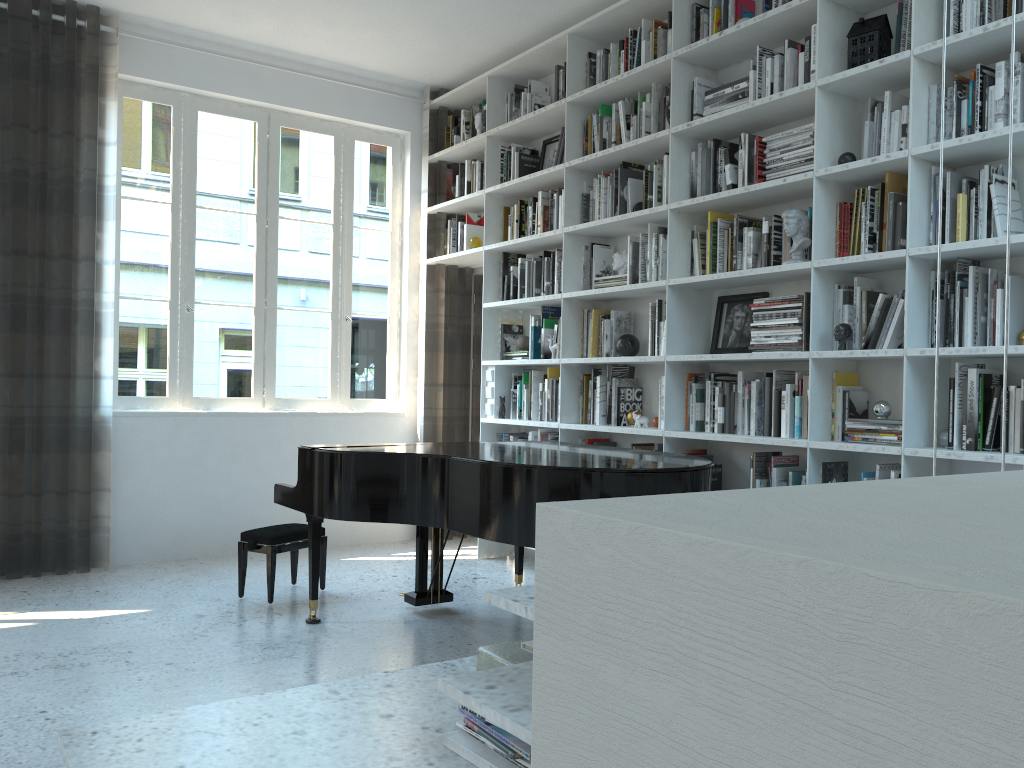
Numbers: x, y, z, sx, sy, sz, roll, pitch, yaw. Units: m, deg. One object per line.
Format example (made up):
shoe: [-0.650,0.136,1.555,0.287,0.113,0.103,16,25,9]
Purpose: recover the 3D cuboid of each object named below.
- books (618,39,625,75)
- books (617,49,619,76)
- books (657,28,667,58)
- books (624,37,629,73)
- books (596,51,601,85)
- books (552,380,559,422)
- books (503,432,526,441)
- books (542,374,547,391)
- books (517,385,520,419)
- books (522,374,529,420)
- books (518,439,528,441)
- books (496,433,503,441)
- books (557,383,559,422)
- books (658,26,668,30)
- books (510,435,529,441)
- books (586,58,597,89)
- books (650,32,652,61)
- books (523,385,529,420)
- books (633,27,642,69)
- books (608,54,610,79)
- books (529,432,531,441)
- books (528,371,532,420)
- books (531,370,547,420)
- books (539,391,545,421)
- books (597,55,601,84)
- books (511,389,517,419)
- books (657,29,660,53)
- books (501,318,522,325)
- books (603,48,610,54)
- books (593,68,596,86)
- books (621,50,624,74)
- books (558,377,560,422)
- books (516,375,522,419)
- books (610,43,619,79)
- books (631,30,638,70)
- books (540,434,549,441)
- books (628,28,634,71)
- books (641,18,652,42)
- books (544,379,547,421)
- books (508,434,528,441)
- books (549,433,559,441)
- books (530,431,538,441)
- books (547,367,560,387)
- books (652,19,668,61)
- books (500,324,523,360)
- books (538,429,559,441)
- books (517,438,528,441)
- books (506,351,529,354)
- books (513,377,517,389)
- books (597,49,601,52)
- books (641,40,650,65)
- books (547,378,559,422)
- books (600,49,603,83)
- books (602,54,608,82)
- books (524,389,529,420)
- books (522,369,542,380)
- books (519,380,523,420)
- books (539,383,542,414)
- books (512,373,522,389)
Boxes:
books: [0.653,-1.740,4.879,0.151,0.268,0.028,1,0,-34]
books: [0.639,-1.724,4.916,0.129,0.235,0.025,1,0,-34]
books: [0.826,-1.705,4.561,0.187,0.200,0.026,1,0,-34]
books: [0.679,-1.732,4.806,0.183,0.251,0.013,1,0,-34]
books: [0.541,-1.735,5.019,0.145,0.254,0.031,1,0,-34]
books: [0.312,0.101,5.299,0.159,0.249,0.028,1,0,-34]
books: [0.004,0.454,5.742,0.172,0.283,0.052,1,0,-34]
books: [0.247,0.084,5.403,0.150,0.282,0.014,1,0,-34]
books: [0.109,0.115,5.594,0.180,0.217,0.015,1,0,-34]
books: [0.140,0.081,5.536,0.182,0.286,0.007,1,0,-34]
books: [0.113,0.470,5.569,0.177,0.252,0.010,1,0,-34]
books: [-0.021,0.457,5.763,0.189,0.277,0.011,1,0,-34]
books: [0.339,0.112,5.286,0.153,0.229,0.025,1,0,-34]
books: [0.819,-1.719,4.599,0.161,0.228,0.021,1,0,-34]
books: [0.062,0.463,5.664,0.171,0.266,0.029,1,0,-34]
books: [0.494,-1.727,5.079,0.156,0.237,0.029,1,0,-34]
books: [0.782,-1.723,4.673,0.134,0.236,0.026,1,0,-34]
books: [0.151,0.114,5.530,0.190,0.219,0.015,1,0,-34]
books: [0.724,-1.742,4.734,0.172,0.273,0.052,1,0,-34]
books: [0.599,-1.711,4.925,0.166,0.207,0.014,1,0,-34]
books: [0.168,0.448,5.534,0.142,0.299,0.027,1,0,-34]
books: [0.181,0.074,5.479,0.180,0.300,0.019,1,0,-34]
books: [0.200,0.071,5.473,0.189,0.306,0.012,1,0,-34]
books: [0.251,0.134,5.381,0.190,0.181,0.029,1,0,-34]
books: [0.553,-1.718,4.994,0.181,0.220,0.023,1,0,-34]
books: [0.075,0.128,5.618,0.193,0.189,0.019,1,0,-34]
books: [0.818,-1.708,4.578,0.178,0.207,0.013,1,0,-34]
books: [-0.003,-0.286,5.809,0.159,0.285,0.012,1,0,-34]
books: [0.575,-1.732,4.960,0.174,0.250,0.012,1,0,-34]
books: [0.521,-1.699,5.065,0.133,0.183,0.024,1,0,-34]
books: [0.661,-1.707,4.850,0.152,0.201,0.030,1,0,-34]
books: [0.355,0.093,5.228,0.185,0.265,0.021,1,0,-34]
books: [0.101,0.084,5.619,0.164,0.280,0.008,1,0,-34]
books: [0.608,-1.739,4.916,0.160,0.264,0.010,1,0,-34]
books: [0.708,-1.744,4.762,0.164,0.276,0.013,1,0,-34]
books: [0.244,0.450,5.398,0.176,0.295,0.012,1,0,-34]
books: [0.688,-1.756,4.797,0.151,0.299,0.010,1,0,-34]
books: [0.754,-1.763,4.714,0.166,0.315,0.014,1,0,-34]
books: [0.275,0.098,5.364,0.176,0.254,0.026,1,0,-34]
books: [0.038,0.459,5.727,0.150,0.273,0.010,1,0,-34]
books: [0.289,0.448,5.337,0.172,0.301,0.013,1,0,-34]
books: [0.178,0.444,5.487,0.172,0.307,0.039,1,0,-34]
books: [0.286,0.064,5.345,0.172,0.323,0.021,1,0,-34]
books: [0.803,-1.738,4.610,0.192,0.266,0.014,1,0,-34]
books: [-0.001,-0.265,5.786,0.156,0.243,0.028,1,0,-34]
books: [0.230,0.435,5.403,0.170,0.325,0.014,1,0,-34]
books: [0.111,0.468,5.581,0.189,0.257,0.013,1,0,-34]
books: [0.096,-0.197,5.655,0.161,0.012,0.254,1,0,-33]
books: [0.082,0.091,5.638,0.177,0.264,0.007,1,0,-34]
books: [0.543,-1.747,5.052,0.140,0.279,0.021,1,0,-34]
books: [0.759,-1.700,4.692,0.181,0.190,0.031,1,0,-34]
books: [0.292,0.095,5.320,0.181,0.260,0.028,1,0,-34]
books: [0.569,-1.733,4.977,0.170,0.251,0.023,1,0,-34]
books: [0.576,-1.711,4.936,0.178,0.208,0.029,1,0,-34]
books: [0.156,0.129,5.515,0.183,0.189,0.016,1,0,-34]
books: [0.124,0.066,5.590,0.145,0.315,0.006,1,0,-34]
books: [0.122,0.101,5.563,0.184,0.244,0.009,1,0,-34]
books: [0.236,0.110,5.421,0.159,0.230,0.027,1,0,-34]
books: [0.073,0.076,5.672,0.171,0.294,0.014,1,0,-34]
